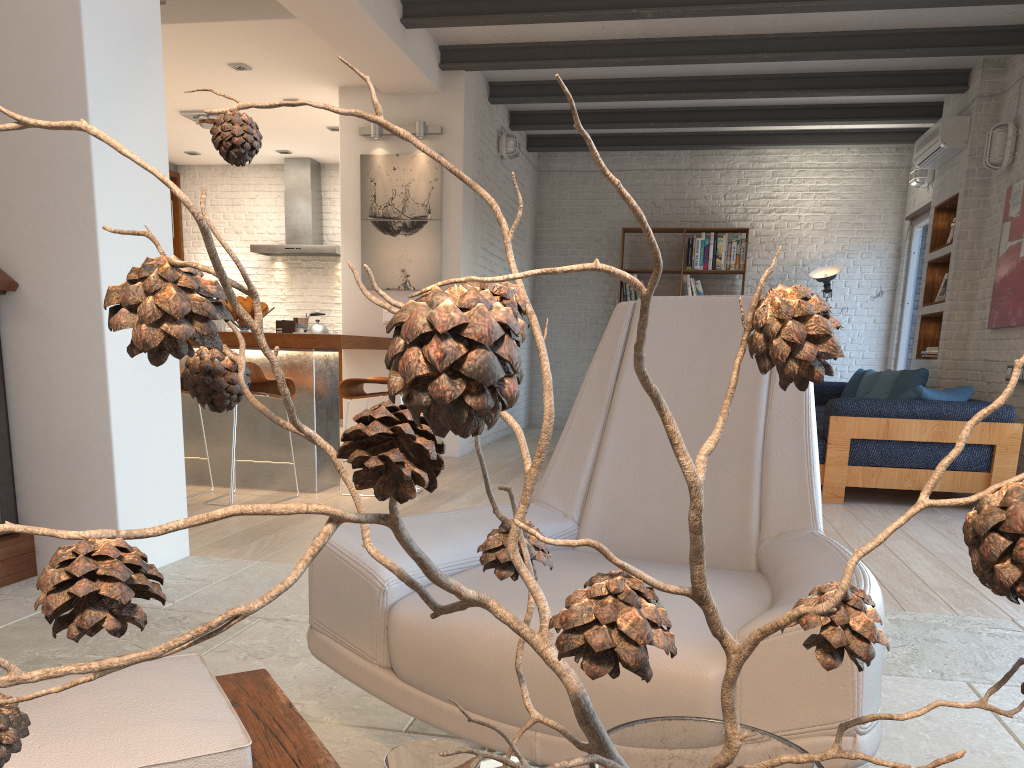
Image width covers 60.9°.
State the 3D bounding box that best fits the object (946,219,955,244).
[{"bbox_3d":[3.563,-1.233,6.993,0.112,0.249,0.211,5,9,19],"label":"object"}]

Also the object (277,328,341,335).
[{"bbox_3d":[-1.220,-0.306,5.124,0.394,0.036,0.194,2,3,14],"label":"object"}]

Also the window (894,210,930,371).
[{"bbox_3d":[3.189,-2.375,2.749,0.646,6.561,12.061,4,5,11],"label":"window"}]

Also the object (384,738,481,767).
[{"bbox_3d":[-0.076,0.395,0.827,0.090,0.087,0.089,-2,8,-30],"label":"object"}]

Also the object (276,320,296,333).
[{"bbox_3d":[-1.338,-0.336,5.182,0.093,0.084,0.112,-3,7,-34],"label":"object"}]

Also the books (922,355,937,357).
[{"bbox_3d":[3.505,-0.232,7.245,0.161,0.017,0.247,3,2,21],"label":"books"}]

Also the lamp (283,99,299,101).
[{"bbox_3d":[-1.792,-2.334,7.148,0.123,0.056,0.121,2,4,11],"label":"lamp"}]

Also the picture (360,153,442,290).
[{"bbox_3d":[-0.870,-1.260,6.824,0.654,1.045,0.019,3,12,10],"label":"picture"}]

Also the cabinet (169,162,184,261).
[{"bbox_3d":[-4.328,-1.850,8.445,0.461,1.190,3.269,4,4,11],"label":"cabinet"}]

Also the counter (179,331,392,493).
[{"bbox_3d":[-1.489,0.142,6.001,1.683,0.943,2.442,3,4,11],"label":"counter"}]

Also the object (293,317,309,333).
[{"bbox_3d":[-1.230,-0.342,5.084,0.090,0.087,0.089,5,8,26],"label":"object"}]

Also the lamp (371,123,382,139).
[{"bbox_3d":[-1.037,-1.937,6.658,0.078,0.107,0.078,9,11,38],"label":"lamp"}]

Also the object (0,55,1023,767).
[{"bbox_3d":[-0.040,0.159,0.403,0.541,0.624,0.307,-1,10,-18],"label":"object"}]

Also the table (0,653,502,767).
[{"bbox_3d":[0.348,0.647,0.585,1.964,0.441,2.160,0,3,-28],"label":"table"}]

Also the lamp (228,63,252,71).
[{"bbox_3d":[-1.963,-2.307,6.292,0.123,0.056,0.121,2,4,11],"label":"lamp"}]

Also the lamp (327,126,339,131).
[{"bbox_3d":[-1.621,-2.361,8.003,0.123,0.056,0.121,2,4,11],"label":"lamp"}]

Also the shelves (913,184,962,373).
[{"bbox_3d":[3.565,-0.814,7.127,0.192,1.467,0.746,4,10,11],"label":"shelves"}]

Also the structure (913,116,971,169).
[{"bbox_3d":[3.403,-1.906,6.936,0.200,0.225,0.797,3,3,11],"label":"structure"}]

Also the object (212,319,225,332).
[{"bbox_3d":[-3.465,-0.726,10.097,0.321,0.386,0.064,3,12,10],"label":"object"}]

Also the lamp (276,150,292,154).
[{"bbox_3d":[-2.361,-2.420,9.026,0.123,0.056,0.121,2,4,11],"label":"lamp"}]

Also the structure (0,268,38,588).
[{"bbox_3d":[-2.004,-1.427,3.434,10.135,4.249,13.554,2,3,11],"label":"structure"}]

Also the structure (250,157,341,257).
[{"bbox_3d":[-2.296,-1.919,9.472,0.984,1.021,0.444,3,11,10],"label":"structure"}]

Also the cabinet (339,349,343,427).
[{"bbox_3d":[-3.050,-0.976,8.752,4.770,2.913,2.210,-1,9,-24],"label":"cabinet"}]

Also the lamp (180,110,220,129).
[{"bbox_3d":[-2.624,-2.281,7.758,0.449,0.175,0.440,2,4,11],"label":"lamp"}]

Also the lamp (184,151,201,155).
[{"bbox_3d":[-3.378,-2.457,9.213,0.123,0.056,0.121,2,4,11],"label":"lamp"}]

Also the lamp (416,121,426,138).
[{"bbox_3d":[-0.688,-1.924,6.594,0.078,0.107,0.078,9,11,38],"label":"lamp"}]

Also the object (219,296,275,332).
[{"bbox_3d":[-1.605,-0.416,5.222,0.365,0.228,0.355,-1,6,-24],"label":"object"}]

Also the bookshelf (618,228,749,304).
[{"bbox_3d":[1.821,-0.542,9.580,1.315,2.265,0.353,3,12,10],"label":"bookshelf"}]

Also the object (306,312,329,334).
[{"bbox_3d":[-2.126,-0.645,9.538,0.260,0.283,0.258,6,9,32],"label":"object"}]

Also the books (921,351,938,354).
[{"bbox_3d":[3.511,-0.258,7.227,0.170,0.019,0.231,2,2,13],"label":"books"}]

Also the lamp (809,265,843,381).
[{"bbox_3d":[3.352,-0.294,8.990,0.506,1.898,0.842,-2,11,-17],"label":"lamp"}]

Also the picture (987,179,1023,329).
[{"bbox_3d":[3.361,-0.867,5.793,0.019,0.986,0.724,4,9,11],"label":"picture"}]

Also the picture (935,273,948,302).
[{"bbox_3d":[3.584,-0.794,7.178,0.102,0.251,0.188,2,9,2],"label":"picture"}]
